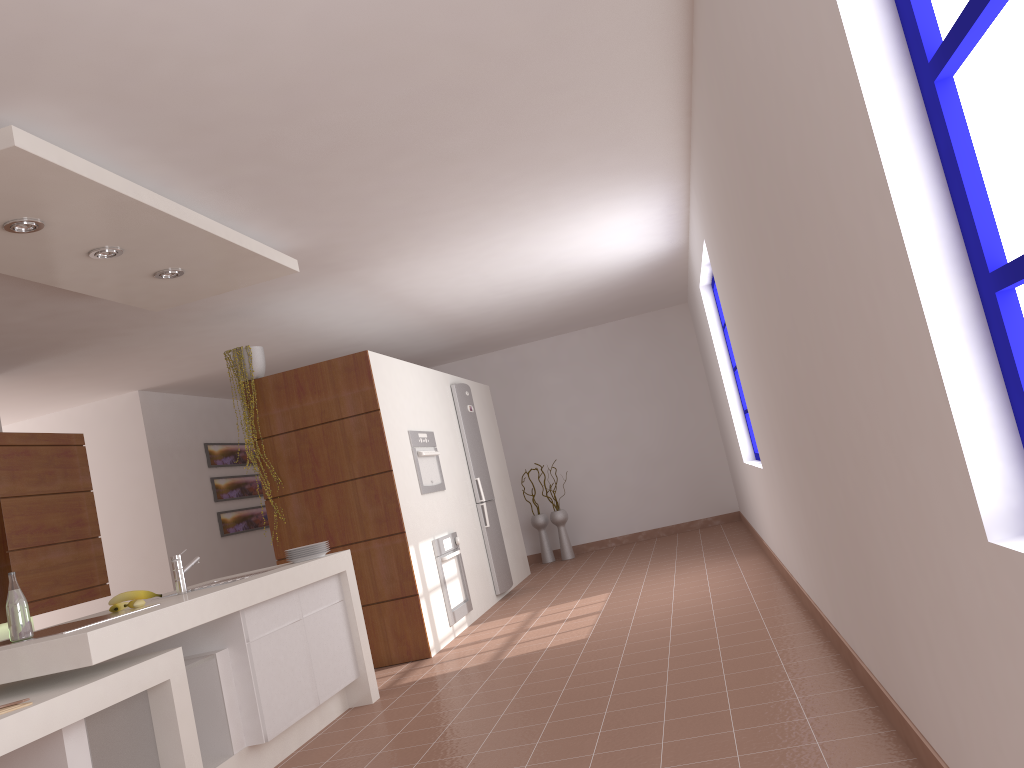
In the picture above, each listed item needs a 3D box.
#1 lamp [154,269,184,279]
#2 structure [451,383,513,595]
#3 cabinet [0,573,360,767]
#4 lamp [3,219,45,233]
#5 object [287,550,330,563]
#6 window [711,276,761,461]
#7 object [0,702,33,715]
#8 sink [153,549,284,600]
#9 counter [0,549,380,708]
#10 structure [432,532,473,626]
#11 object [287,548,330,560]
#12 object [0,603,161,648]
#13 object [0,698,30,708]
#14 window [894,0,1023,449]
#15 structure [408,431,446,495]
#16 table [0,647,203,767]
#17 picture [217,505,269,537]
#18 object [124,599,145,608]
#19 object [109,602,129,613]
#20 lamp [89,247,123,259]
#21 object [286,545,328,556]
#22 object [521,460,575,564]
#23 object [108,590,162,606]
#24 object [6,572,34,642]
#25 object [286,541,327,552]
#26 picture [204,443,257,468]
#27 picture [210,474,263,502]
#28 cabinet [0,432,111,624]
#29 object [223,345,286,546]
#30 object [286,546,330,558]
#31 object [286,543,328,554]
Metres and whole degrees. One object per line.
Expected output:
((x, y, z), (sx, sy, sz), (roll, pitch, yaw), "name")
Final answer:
((-1.732, -0.573, 4.473), (0.143, 0.059, 0.143), (-18, -8, 38), "lamp")
((-0.247, 0.905, 7.907), (0.089, 1.862, 0.604), (-14, -6, 10), "structure")
((-1.383, 1.352, 3.710), (0.737, 0.700, 2.048), (-14, -6, 10), "cabinet")
((-1.922, -0.639, 3.489), (0.143, 0.059, 0.143), (-12, -6, -7), "lamp")
((-1.065, 0.909, 4.650), (0.228, 0.020, 0.228), (-12, -6, -8), "object")
((1.600, -0.161, 6.160), (0.035, 1.430, 1.699), (-14, -6, 10), "window")
((-1.509, 0.938, 2.505), (0.266, 0.006, 0.168), (-16, -7, 26), "object")
((-1.398, 0.943, 4.227), (0.404, 0.368, 0.668), (-14, -6, 10), "sink")
((-1.387, 1.308, 3.771), (0.821, 0.800, 2.156), (-14, -6, 10), "counter")
((-0.414, 1.386, 6.397), (0.058, 0.592, 0.596), (-14, -6, 10), "structure")
((-1.067, 0.899, 4.651), (0.228, 0.020, 0.228), (-12, -6, -8), "object")
((-1.645, 0.889, 3.202), (0.493, 0.006, 0.551), (-14, -6, 10), "object")
((-1.564, 0.942, 2.488), (0.375, 0.008, 0.041), (-10, -7, -23), "object")
((0.505, -0.533, 0.580), (0.035, 1.430, 1.699), (-14, -6, 10), "window")
((-0.596, 0.562, 6.485), (0.056, 0.454, 0.614), (-14, -6, 10), "structure")
((-1.567, 1.312, 2.730), (0.737, 0.647, 1.003), (-14, -6, 10), "table")
((-2.754, 1.436, 9.449), (0.015, 0.248, 1.408), (-14, -6, 10), "picture")
((-1.507, 0.881, 3.556), (0.060, 0.033, 0.207), (-8, -8, -35), "object")
((-1.602, 0.908, 3.600), (0.060, 0.033, 0.207), (-12, -6, -10), "object")
((-1.827, -0.606, 3.984), (0.143, 0.059, 0.143), (-18, -8, 38), "lamp")
((-1.071, 0.880, 4.653), (0.228, 0.020, 0.228), (-12, -6, -8), "object")
((0.470, 1.400, 9.842), (0.655, 1.112, 0.284), (-16, -7, 29), "object")
((-1.527, 0.861, 3.585), (0.207, 0.055, 0.047), (-11, -6, -13), "object")
((-1.679, 0.753, 3.006), (0.071, 0.230, 0.071), (-12, -6, -9), "object")
((-1.076, 0.860, 4.655), (0.228, 0.020, 0.228), (-12, -6, -8), "object")
((-2.908, 0.757, 9.525), (0.015, 0.248, 1.408), (-14, -6, 10), "picture")
((-2.831, 1.096, 9.487), (0.015, 0.248, 1.408), (-14, -6, 10), "picture")
((-3.837, 0.881, 4.225), (0.754, 1.200, 4.718), (-14, -6, 10), "cabinet")
((-1.683, 0.412, 5.904), (0.297, 1.344, 0.279), (-9, -7, -31), "object")
((-1.069, 0.889, 4.652), (0.228, 0.020, 0.228), (-12, -6, -8), "object")
((-1.074, 0.870, 4.654), (0.228, 0.020, 0.228), (-12, -6, -8), "object")
